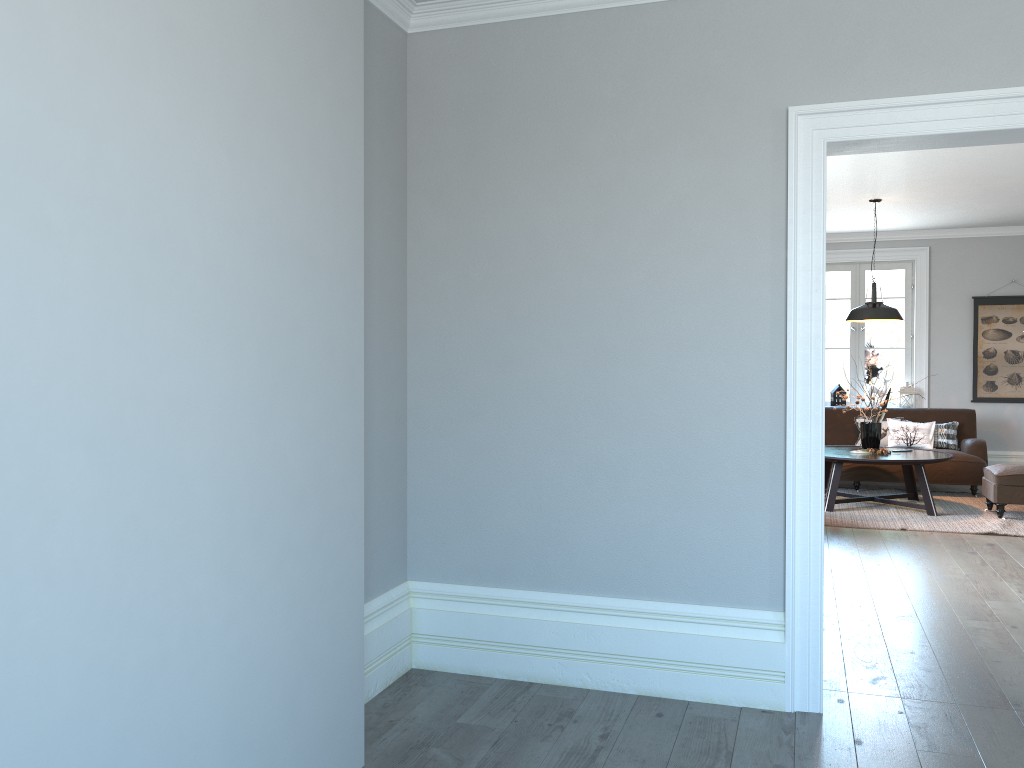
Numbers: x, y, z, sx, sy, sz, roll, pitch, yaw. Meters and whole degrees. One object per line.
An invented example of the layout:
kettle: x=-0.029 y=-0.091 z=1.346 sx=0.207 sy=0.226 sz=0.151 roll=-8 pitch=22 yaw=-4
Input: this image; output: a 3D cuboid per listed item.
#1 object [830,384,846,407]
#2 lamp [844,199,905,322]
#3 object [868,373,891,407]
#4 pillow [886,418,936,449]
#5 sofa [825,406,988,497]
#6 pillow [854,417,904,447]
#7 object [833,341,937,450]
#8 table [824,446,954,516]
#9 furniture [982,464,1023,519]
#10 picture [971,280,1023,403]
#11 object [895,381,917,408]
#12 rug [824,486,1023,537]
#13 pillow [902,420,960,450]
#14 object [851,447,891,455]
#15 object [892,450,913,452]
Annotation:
object: x=3.648 y=0.143 z=9.914 sx=0.155 sy=0.284 sz=0.155 roll=0 pitch=1 yaw=8
lamp: x=3.230 y=-1.099 z=7.906 sx=0.504 sy=1.076 sz=0.504 roll=0 pitch=1 yaw=-24
object: x=4.024 y=0.085 z=9.705 sx=0.239 sy=0.410 sz=0.128 roll=0 pitch=1 yaw=15
pillow: x=4.024 y=0.504 z=8.955 sx=0.471 sy=0.309 sz=0.188 roll=0 pitch=1 yaw=19
sofa: x=3.616 y=0.665 z=9.099 sx=2.165 sy=0.824 sz=0.969 roll=0 pitch=1 yaw=18
pillow: x=3.770 y=0.510 z=9.118 sx=0.472 sy=0.347 sz=0.159 roll=0 pitch=1 yaw=16
object: x=3.305 y=0.083 z=7.830 sx=0.853 sy=1.066 sz=0.525 roll=0 pitch=1 yaw=-11
table: x=3.224 y=0.861 z=7.936 sx=1.300 sy=0.503 sz=1.300 roll=0 pitch=1 yaw=11
furniture: x=4.245 y=0.891 z=7.333 sx=0.583 sy=0.440 sz=0.574 roll=0 pitch=1 yaw=18
picture: x=5.312 y=-0.455 z=9.406 sx=0.793 sy=1.313 sz=0.057 roll=0 pitch=1 yaw=18
object: x=4.295 y=0.130 z=9.678 sx=0.193 sy=0.322 sz=0.193 roll=0 pitch=1 yaw=12
rug: x=3.262 y=1.056 z=7.964 sx=2.819 sy=0.090 sz=2.400 roll=0 pitch=1 yaw=19
pillow: x=4.250 y=0.516 z=8.998 sx=0.542 sy=0.288 sz=0.183 roll=0 pitch=1 yaw=20
object: x=3.211 y=0.587 z=7.841 sx=0.404 sy=0.067 sz=0.153 roll=1 pitch=1 yaw=36
object: x=3.546 y=0.605 z=8.062 sx=0.207 sy=0.011 sz=0.051 roll=0 pitch=1 yaw=-22
